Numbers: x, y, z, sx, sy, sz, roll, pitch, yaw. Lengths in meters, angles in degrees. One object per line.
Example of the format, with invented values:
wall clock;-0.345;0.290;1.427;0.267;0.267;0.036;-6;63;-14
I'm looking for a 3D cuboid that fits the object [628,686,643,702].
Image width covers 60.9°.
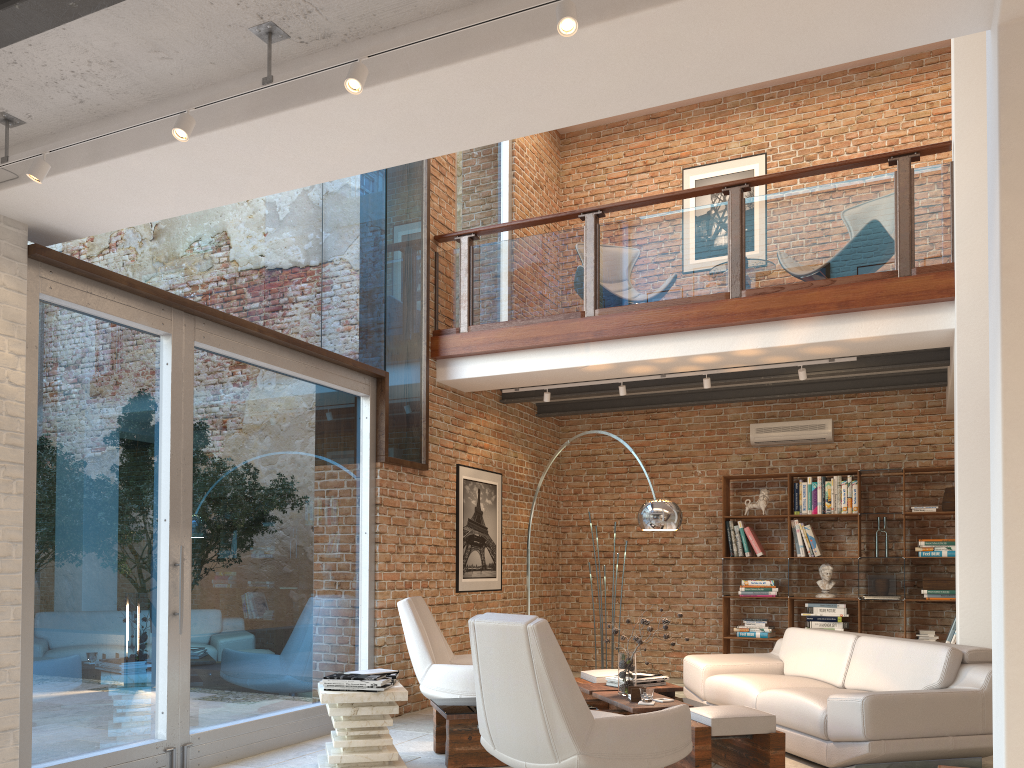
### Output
object;0.786;1.950;5.484;0.094;0.080;0.117;1;-8;-3

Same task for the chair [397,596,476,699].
chair;-0.369;2.135;6.709;0.984;0.981;1.045;-1;-7;10

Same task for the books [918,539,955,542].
books;4.093;1.503;8.356;0.357;0.020;0.277;-5;-13;23

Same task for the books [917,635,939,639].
books;4.000;2.432;8.394;0.171;0.018;0.241;-4;-12;18

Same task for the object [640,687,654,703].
object;0.827;1.908;5.345;0.091;0.083;0.093;2;-7;-15

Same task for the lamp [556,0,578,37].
lamp;0.156;-1.049;2.482;0.059;0.127;0.087;0;-5;-5

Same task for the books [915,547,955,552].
books;4.078;1.587;8.359;0.381;0.036;0.248;-5;-13;25

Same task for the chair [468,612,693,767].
chair;0.250;1.663;4.456;1.035;0.999;0.982;-6;-9;42

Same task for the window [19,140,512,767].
window;-2.886;-1.172;3.722;0.648;6.282;12.550;-1;-9;25

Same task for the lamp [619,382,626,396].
lamp;0.975;0.044;7.684;0.061;0.119;0.087;-2;-5;27

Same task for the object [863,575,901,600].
object;3.620;1.985;8.526;0.337;0.229;0.288;-4;-9;25

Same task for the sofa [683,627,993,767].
sofa;2.199;2.125;6.053;1.145;0.740;2.376;2;-11;-14

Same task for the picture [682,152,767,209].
picture;2.313;-1.847;9.517;0.916;1.178;0.028;-2;-2;25

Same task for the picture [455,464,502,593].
picture;-0.307;1.409;8.401;0.027;1.176;0.925;0;-5;25

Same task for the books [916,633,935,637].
books;3.978;2.414;8.393;0.163;0.017;0.256;-5;-13;25

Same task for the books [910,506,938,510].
books;3.951;1.193;8.371;0.237;0.018;0.174;-4;-12;18

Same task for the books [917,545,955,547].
books;4.088;1.556;8.344;0.380;0.018;0.249;-4;-12;18

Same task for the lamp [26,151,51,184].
lamp;-1.873;-0.853;3.451;0.087;0.127;0.060;1;-4;-15

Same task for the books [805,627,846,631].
books;3.162;2.478;8.774;0.363;0.054;0.287;-6;-13;27

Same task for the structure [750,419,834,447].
structure;2.909;0.511;9.073;0.815;0.215;0.203;-5;-8;25

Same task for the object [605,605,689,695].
object;0.894;1.742;5.726;0.542;0.598;0.321;1;-4;-4

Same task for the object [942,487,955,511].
object;4.176;1.098;8.255;0.194;0.229;0.196;2;-6;-17

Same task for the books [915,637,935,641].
books;3.978;2.458;8.392;0.162;0.017;0.257;-4;-13;20

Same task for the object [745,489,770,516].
object;2.541;1.225;9.040;0.253;0.278;0.132;-4;-5;33

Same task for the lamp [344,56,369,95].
lamp;-0.497;-0.987;2.790;0.061;0.127;0.087;-2;-5;27

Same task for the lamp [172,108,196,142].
lamp;-1.170;-0.928;3.109;0.061;0.119;0.087;-2;-5;27

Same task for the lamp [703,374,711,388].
lamp;1.647;-0.017;7.365;0.061;0.127;0.087;-2;-5;27

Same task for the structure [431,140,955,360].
structure;1.992;-0.432;1.943;10.190;4.062;14.102;-5;-12;25

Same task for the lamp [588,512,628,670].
lamp;0.986;2.232;9.071;0.418;1.793;0.201;0;-2;-5

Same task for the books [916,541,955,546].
books;4.086;1.528;8.336;0.380;0.036;0.249;-4;-12;19

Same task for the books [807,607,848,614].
books;3.172;2.278;8.778;0.380;0.063;0.249;-4;-12;19

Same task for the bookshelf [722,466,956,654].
bookshelf;3.628;1.941;8.543;3.044;2.166;0.368;-4;-3;25

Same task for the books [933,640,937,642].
books;3.991;2.470;8.390;0.156;0.008;0.247;-4;-13;20

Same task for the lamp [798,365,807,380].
lamp;2.347;-0.089;7.044;0.061;0.114;0.096;-2;-6;32

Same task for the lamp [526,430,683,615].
lamp;0.658;1.534;7.012;0.320;2.310;2.057;1;-6;-28

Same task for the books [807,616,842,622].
books;3.136;2.355;8.759;0.327;0.054;0.260;-4;-12;20

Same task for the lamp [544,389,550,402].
lamp;0.321;0.110;7.992;0.059;0.127;0.087;0;-5;-5

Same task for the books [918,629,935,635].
books;3.992;2.388;8.393;0.133;0.033;0.210;-4;-12;20

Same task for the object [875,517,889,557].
object;3.615;1.496;8.520;0.122;0.393;0.062;-1;-2;28

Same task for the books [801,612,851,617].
books;3.157;2.318;8.764;0.446;0.020;0.277;-5;-13;25

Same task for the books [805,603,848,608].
books;3.166;2.227;8.777;0.381;0.036;0.248;-5;-13;25

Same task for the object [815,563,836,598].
object;3.158;1.980;8.777;0.197;0.345;0.195;-3;-5;41

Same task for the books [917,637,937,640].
books;3.991;2.445;8.390;0.156;0.008;0.247;-4;-13;20

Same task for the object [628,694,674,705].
object;0.878;1.959;5.411;0.271;0.034;0.254;1;-12;-3

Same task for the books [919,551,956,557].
books;4.093;1.629;8.341;0.329;0.054;0.258;-8;-14;35

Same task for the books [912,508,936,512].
books;3.953;1.217;8.362;0.206;0.033;0.135;-5;-13;25
